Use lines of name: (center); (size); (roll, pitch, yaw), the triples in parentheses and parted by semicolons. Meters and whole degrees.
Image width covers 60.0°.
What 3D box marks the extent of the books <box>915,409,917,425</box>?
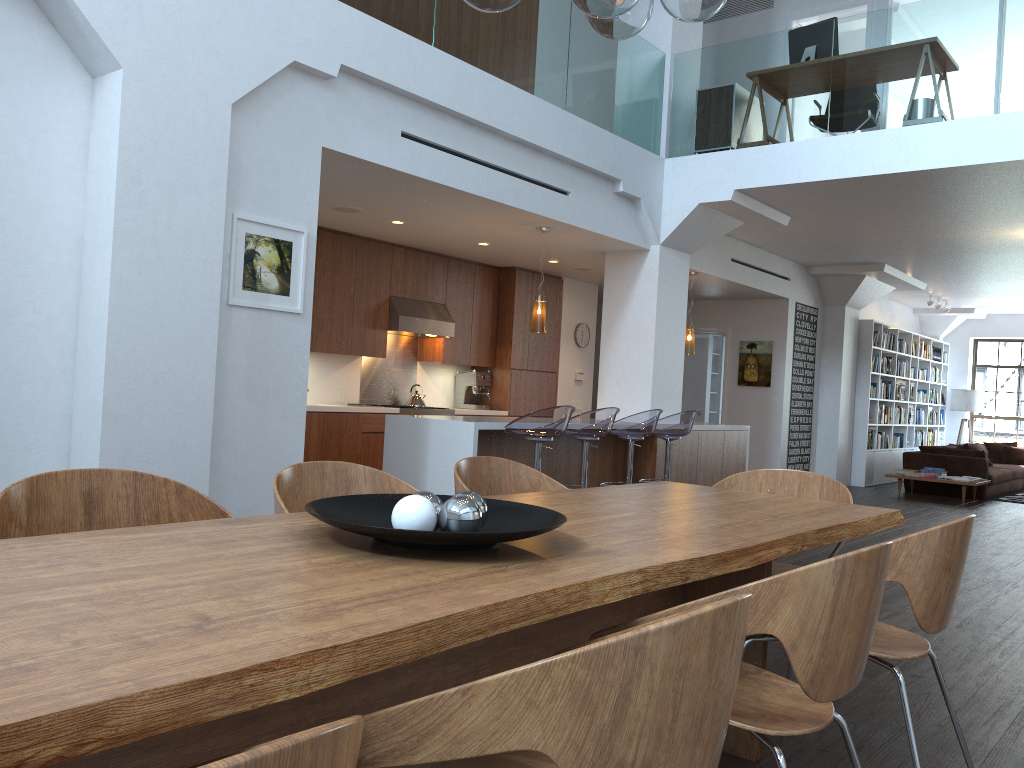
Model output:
books: (6.661, 0.547, 14.820); (0.182, 0.255, 0.077); (3, -1, 39)

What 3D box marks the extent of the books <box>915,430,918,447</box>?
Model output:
books: (6.720, 0.916, 14.935); (0.198, 0.284, 0.066); (3, -1, 38)

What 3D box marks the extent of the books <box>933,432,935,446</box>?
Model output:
books: (7.469, 0.984, 15.861); (0.171, 0.246, 0.057); (3, -1, 39)

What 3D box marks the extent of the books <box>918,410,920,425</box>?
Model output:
books: (6.784, 0.558, 14.964); (0.182, 0.253, 0.098); (3, -1, 39)

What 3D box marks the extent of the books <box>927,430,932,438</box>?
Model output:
books: (7.305, 0.954, 15.675); (0.198, 0.284, 0.066); (3, -1, 39)

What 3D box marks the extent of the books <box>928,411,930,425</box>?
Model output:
books: (7.196, 0.584, 15.485); (0.174, 0.251, 0.051); (3, -1, 39)

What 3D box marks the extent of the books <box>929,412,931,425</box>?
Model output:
books: (7.243, 0.602, 15.538); (0.161, 0.223, 0.030); (3, -1, 39)

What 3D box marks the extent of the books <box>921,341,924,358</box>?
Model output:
books: (6.880, -0.580, 15.037); (0.176, 0.290, 0.053); (3, -1, 39)

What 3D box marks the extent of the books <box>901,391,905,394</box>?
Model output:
books: (6.222, 0.130, 14.296); (0.168, 0.045, 0.231); (3, 0, 34)

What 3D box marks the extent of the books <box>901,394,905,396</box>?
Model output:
books: (6.199, 0.173, 14.293); (0.180, 0.042, 0.259); (3, -1, 39)

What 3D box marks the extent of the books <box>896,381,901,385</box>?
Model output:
books: (5.998, -0.018, 13.976); (0.174, 0.045, 0.240); (3, -1, 38)

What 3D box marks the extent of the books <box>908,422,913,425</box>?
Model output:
books: (6.464, 0.645, 14.640); (0.246, 0.038, 0.171); (3, -1, 39)

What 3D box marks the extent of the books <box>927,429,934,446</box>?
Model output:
books: (7.399, 0.953, 15.743); (0.140, 0.298, 0.044); (3, -1, 39)

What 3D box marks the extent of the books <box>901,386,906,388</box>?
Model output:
books: (6.228, 0.052, 14.297); (0.161, 0.033, 0.223); (3, -1, 39)

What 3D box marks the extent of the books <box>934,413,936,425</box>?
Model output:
books: (7.466, 0.625, 15.820); (0.161, 0.221, 0.035); (3, -1, 38)

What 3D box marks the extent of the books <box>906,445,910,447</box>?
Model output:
books: (6.397, 1.010, 14.636); (0.284, 0.035, 0.197); (3, -1, 39)

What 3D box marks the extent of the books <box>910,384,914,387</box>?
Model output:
books: (6.454, 0.023, 14.555); (0.223, 0.031, 0.161); (3, -1, 39)

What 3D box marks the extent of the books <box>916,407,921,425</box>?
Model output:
books: (6.837, 0.542, 15.055); (0.197, 0.290, 0.136); (3, -1, 39)

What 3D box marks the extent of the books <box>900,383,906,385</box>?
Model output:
books: (6.246, -0.002, 14.305); (0.144, 0.024, 0.208); (3, -1, 44)

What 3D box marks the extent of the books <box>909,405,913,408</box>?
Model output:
books: (6.496, 0.367, 14.627); (0.129, 0.041, 0.185); (4, 0, -37)

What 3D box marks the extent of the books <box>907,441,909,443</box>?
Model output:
books: (6.399, 0.943, 14.642); (0.254, 0.032, 0.174); (3, -1, 44)

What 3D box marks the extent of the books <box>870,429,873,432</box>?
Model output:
books: (5.184, 0.681, 13.015); (0.174, 0.045, 0.240); (3, 0, 28)

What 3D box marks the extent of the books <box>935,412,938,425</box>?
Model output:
books: (7.516, 0.618, 15.892); (0.168, 0.228, 0.139); (3, -1, 39)

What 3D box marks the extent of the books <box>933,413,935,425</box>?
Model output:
books: (7.421, 0.614, 15.765); (0.161, 0.223, 0.032); (3, -1, 39)

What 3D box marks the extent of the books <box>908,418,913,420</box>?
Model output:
books: (6.481, 0.569, 14.665); (0.259, 0.040, 0.180); (3, -1, 39)

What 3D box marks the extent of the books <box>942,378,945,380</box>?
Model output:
books: (7.724, -0.092, 16.144); (0.174, 0.032, 0.254); (3, 0, -16)

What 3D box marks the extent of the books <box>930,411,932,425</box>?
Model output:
books: (7.300, 0.594, 15.625); (0.171, 0.246, 0.036); (3, -1, 39)

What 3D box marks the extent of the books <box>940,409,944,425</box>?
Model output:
books: (7.826, 0.607, 16.263); (0.176, 0.290, 0.053); (3, -1, 39)

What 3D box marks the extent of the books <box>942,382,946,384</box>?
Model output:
books: (7.722, -0.025, 16.149); (0.197, 0.035, 0.284); (3, 0, -21)

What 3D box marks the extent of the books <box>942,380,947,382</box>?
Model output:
books: (7.724, -0.059, 16.149); (0.197, 0.033, 0.284); (4, 0, -36)

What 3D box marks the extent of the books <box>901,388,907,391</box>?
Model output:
books: (6.227, 0.088, 14.288); (0.183, 0.042, 0.253); (3, -1, 39)

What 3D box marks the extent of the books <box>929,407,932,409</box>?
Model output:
books: (7.205, 0.415, 15.508); (0.161, 0.030, 0.224); (4, -1, -41)

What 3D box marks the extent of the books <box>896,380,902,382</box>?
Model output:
books: (5.993, -0.056, 13.954); (0.161, 0.027, 0.223); (4, -1, -42)

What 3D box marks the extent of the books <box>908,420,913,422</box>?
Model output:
books: (6.467, 0.607, 14.644); (0.251, 0.037, 0.160); (3, -1, 44)

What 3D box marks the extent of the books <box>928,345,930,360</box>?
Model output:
books: (7.123, -0.546, 15.326); (0.183, 0.253, 0.034); (3, -1, 39)

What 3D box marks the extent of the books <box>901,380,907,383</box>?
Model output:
books: (6.251, -0.036, 14.298); (0.185, 0.043, 0.129); (4, 0, -37)

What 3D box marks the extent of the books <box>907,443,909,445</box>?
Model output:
books: (6.399, 0.976, 14.636); (0.284, 0.033, 0.197); (3, 0, 24)

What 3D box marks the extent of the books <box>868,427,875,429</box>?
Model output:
books: (5.179, 0.644, 12.993); (0.161, 0.027, 0.223); (4, -1, -42)

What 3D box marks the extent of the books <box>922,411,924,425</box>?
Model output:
books: (6.938, 0.572, 15.166); (0.174, 0.242, 0.105); (3, -1, 39)

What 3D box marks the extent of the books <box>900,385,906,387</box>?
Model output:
books: (6.234, 0.023, 14.325); (0.223, 0.027, 0.161); (3, 0, 28)

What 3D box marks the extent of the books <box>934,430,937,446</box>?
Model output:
books: (7.520, 0.965, 15.927); (0.176, 0.290, 0.053); (3, -1, 39)

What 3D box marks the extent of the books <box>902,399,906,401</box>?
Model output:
books: (6.220, 0.253, 14.281); (0.171, 0.039, 0.246); (3, -1, 39)

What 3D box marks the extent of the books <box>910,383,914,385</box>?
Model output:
books: (6.461, -0.007, 14.562); (0.161, 0.030, 0.224); (4, -1, -41)

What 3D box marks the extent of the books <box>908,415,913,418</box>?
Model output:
books: (6.486, 0.527, 14.646); (0.231, 0.044, 0.168); (3, 0, 34)

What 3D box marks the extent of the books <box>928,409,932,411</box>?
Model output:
books: (7.198, 0.444, 15.501); (0.223, 0.031, 0.161); (3, -1, 39)

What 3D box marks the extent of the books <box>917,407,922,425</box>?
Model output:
books: (6.879, 0.544, 15.101); (0.176, 0.293, 0.125); (3, -1, 39)

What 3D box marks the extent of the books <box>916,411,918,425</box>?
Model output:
books: (6.726, 0.558, 14.899); (0.174, 0.243, 0.085); (3, -1, 39)

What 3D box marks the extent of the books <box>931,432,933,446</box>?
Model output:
books: (7.352, 0.976, 15.715); (0.189, 0.247, 0.057); (3, -1, 39)

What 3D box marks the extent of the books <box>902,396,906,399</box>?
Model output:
books: (6.219, 0.214, 14.281); (0.160, 0.039, 0.251); (3, -1, 44)

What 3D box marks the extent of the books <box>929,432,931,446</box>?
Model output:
books: (7.280, 0.967, 15.619); (0.183, 0.253, 0.037); (3, -1, 39)

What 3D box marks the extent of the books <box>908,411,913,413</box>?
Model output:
books: (6.491, 0.452, 14.644); (0.223, 0.032, 0.161); (3, -1, 39)

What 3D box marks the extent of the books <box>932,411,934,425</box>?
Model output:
books: (7.376, 0.596, 15.718); (0.183, 0.253, 0.042); (3, -1, 39)

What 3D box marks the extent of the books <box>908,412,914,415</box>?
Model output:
books: (6.480, 0.486, 14.643); (0.253, 0.040, 0.183); (3, -1, 39)

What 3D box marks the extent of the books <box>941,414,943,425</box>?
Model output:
books: (7.759, 0.644, 16.185); (0.161, 0.213, 0.146); (3, -1, 39)
